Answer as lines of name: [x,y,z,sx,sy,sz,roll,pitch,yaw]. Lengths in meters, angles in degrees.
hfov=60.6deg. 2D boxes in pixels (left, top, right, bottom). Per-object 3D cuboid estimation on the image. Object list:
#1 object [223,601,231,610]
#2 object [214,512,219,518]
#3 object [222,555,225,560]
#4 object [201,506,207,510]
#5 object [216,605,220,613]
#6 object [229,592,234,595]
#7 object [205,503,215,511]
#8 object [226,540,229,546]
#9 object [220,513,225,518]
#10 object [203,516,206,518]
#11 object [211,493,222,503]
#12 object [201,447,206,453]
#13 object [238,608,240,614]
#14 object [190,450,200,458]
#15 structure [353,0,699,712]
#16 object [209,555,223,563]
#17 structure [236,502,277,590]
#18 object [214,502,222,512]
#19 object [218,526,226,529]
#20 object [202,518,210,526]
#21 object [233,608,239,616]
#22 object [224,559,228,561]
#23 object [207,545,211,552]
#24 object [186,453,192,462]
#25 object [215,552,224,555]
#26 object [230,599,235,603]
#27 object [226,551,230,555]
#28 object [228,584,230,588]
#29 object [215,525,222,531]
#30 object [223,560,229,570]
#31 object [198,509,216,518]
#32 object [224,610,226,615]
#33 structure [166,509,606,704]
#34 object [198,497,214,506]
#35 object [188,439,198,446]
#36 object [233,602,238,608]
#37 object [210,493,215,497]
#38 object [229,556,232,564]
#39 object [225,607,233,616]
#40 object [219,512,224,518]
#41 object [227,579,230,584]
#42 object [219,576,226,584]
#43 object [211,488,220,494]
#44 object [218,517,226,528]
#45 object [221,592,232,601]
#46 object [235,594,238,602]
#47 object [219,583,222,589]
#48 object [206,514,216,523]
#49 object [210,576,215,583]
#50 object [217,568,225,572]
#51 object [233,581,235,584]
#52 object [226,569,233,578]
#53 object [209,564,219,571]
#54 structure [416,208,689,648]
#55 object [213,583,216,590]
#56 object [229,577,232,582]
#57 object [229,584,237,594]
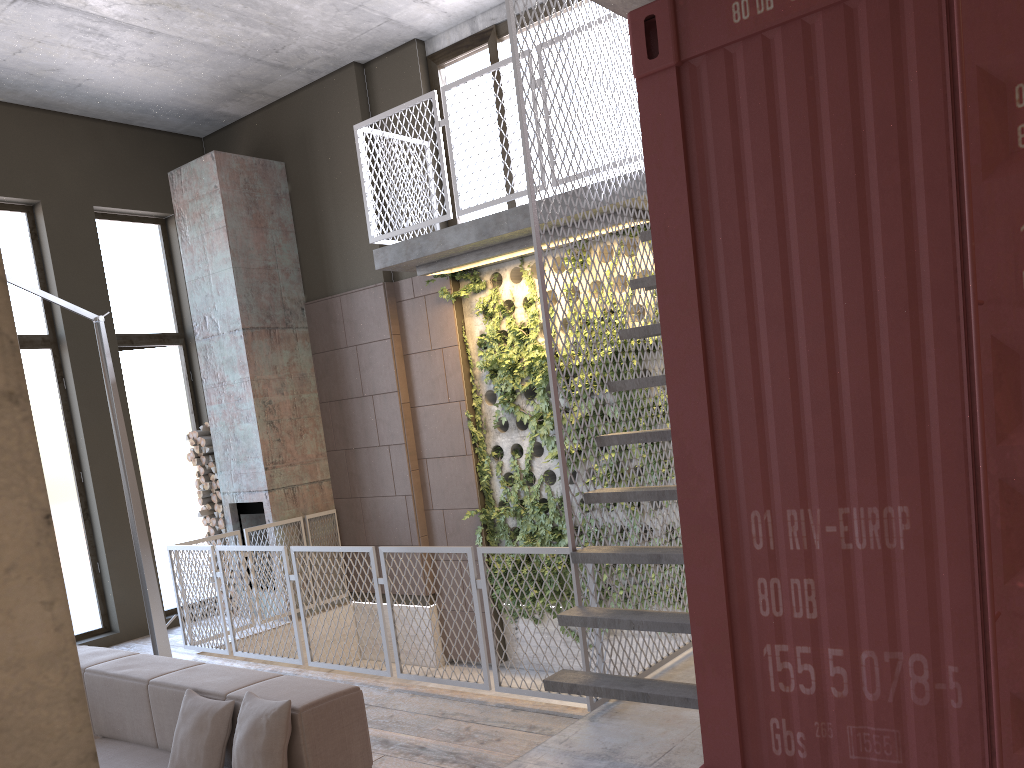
object: [-2.978,2.373,9.616,0.093,0.094,0.431,-5,1,37]
object: [-2.985,1.367,9.394,0.067,0.068,0.417,-5,1,39]
object: [-2.945,1.829,9.417,0.089,0.057,0.327,-6,0,39]
object: [-3.191,1.327,9.523,0.122,0.068,0.358,-7,-1,37]
object: [-3.083,2.438,9.656,0.064,0.127,0.358,-3,2,37]
object: [-2.861,2.204,9.462,0.122,0.068,0.358,-6,0,39]
object: [-3.093,1.299,9.489,0.115,0.080,0.429,-6,0,39]
object: [-2.842,1.657,9.376,0.115,0.080,0.429,-6,0,37]
object: [-2.948,1.362,9.230,0.063,0.048,0.247,-6,0,37]
object: [-3.163,1.398,9.532,0.067,0.086,0.419,-4,1,41]
object: [-3.037,1.190,9.310,0.099,0.108,0.290,-5,1,37]
object: [-3.083,0.676,9.277,0.068,0.067,0.417,-5,0,37]
object: [-2.744,2.403,9.452,0.092,0.093,0.431,-5,1,37]
object: [-3.217,0.730,9.370,0.091,0.090,0.449,-5,1,37]
structure: [0.211,-0.128,5.983,3.701,4.373,2.986,-4,5,38]
object: [-3.047,1.864,9.494,0.094,0.084,0.473,-5,0,37]
structure: [-2.561,1.652,8.985,0.578,0.940,0.055,-3,8,38]
object: [-2.961,1.283,9.366,0.093,0.094,0.431,-5,1,39]
object: [-2.948,1.488,9.373,0.122,0.068,0.358,-6,0,39]
object: [-3.161,1.467,9.566,0.092,0.093,0.431,-5,1,39]
object: [-2.809,2.420,9.511,0.091,0.090,0.449,-5,1,37]
object: [-2.972,1.874,9.480,0.064,0.075,0.354,-4,1,40]
object: [-3.124,1.748,9.610,0.080,0.108,0.430,-4,1,38]
object: [-3.280,0.764,9.430,0.092,0.093,0.431,-5,1,37]
object: [-2.989,1.782,9.462,0.115,0.080,0.429,-6,0,37]
object: [-2.903,2.348,9.586,0.102,0.087,0.357,-5,0,37]
object: [-2.841,1.738,9.363,0.094,0.084,0.473,-5,0,39]
object: [-2.920,2.156,9.494,0.091,0.090,0.449,-5,0,36]
object: [-3.023,1.513,9.441,0.065,0.075,0.354,-4,1,37]
object: [-2.950,1.906,9.400,0.099,0.108,0.290,-5,1,37]
object: [-3.171,1.363,9.425,0.071,0.073,0.417,-5,1,39]
object: [-3.007,2.457,9.648,0.067,0.068,0.416,-5,0,37]
structure: [-0.655,1.586,7.117,4.454,0.945,1.899,-8,0,38]
object: [-3.164,1.234,9.479,0.091,0.090,0.449,-5,1,40]
object: [-3.216,0.601,9.335,0.113,0.081,0.429,-6,0,37]
object: [-2.829,2.349,9.516,0.115,0.080,0.429,-6,0,37]
object: [-3.059,1.158,9.391,0.064,0.075,0.354,-4,1,40]
object: [-2.833,1.849,9.337,0.064,0.127,0.358,-2,3,40]
object: [-2.887,2.431,9.548,0.094,0.084,0.473,-5,0,37]
object: [-2.922,1.356,9.344,0.067,0.068,0.417,-5,1,39]
object: [-2.898,2.083,9.483,0.067,0.068,0.417,-5,1,39]
object: [-2.959,2.082,9.528,0.094,0.084,0.473,-5,0,39]
object: [-3.032,1.113,9.328,0.089,0.057,0.327,-6,0,39]
object: [-2.944,1.438,9.245,0.101,0.104,0.288,-5,1,37]
object: [-3.018,2.276,9.532,0.099,0.108,0.290,-4,1,39]
object: [-2.784,2.252,9.388,0.064,0.127,0.358,-2,3,40]
object: [-3.007,2.144,9.601,0.091,0.090,0.449,-5,1,39]
object: [-3.094,1.428,9.512,0.091,0.090,0.449,-5,1,39]
object: [-3.084,2.080,9.515,0.071,0.073,0.417,-5,1,39]
object: [-3.006,2.015,9.578,0.115,0.080,0.429,-6,0,39]
object: [-2.860,2.078,9.319,0.063,0.048,0.247,-6,0,37]
object: [-2.874,1.999,9.455,0.093,0.094,0.431,-5,1,39]
object: [-3.077,1.950,9.568,0.091,0.090,0.449,-5,1,40]
structure: [0.499,0.446,7.286,2.638,3.873,0.987,-4,7,38]
object: [-3.074,2.183,9.656,0.092,0.093,0.431,-5,1,39]
object: [-2.834,2.072,9.433,0.067,0.068,0.417,-5,1,39]
object: [-2.857,2.154,9.334,0.101,0.104,0.288,-5,1,37]
